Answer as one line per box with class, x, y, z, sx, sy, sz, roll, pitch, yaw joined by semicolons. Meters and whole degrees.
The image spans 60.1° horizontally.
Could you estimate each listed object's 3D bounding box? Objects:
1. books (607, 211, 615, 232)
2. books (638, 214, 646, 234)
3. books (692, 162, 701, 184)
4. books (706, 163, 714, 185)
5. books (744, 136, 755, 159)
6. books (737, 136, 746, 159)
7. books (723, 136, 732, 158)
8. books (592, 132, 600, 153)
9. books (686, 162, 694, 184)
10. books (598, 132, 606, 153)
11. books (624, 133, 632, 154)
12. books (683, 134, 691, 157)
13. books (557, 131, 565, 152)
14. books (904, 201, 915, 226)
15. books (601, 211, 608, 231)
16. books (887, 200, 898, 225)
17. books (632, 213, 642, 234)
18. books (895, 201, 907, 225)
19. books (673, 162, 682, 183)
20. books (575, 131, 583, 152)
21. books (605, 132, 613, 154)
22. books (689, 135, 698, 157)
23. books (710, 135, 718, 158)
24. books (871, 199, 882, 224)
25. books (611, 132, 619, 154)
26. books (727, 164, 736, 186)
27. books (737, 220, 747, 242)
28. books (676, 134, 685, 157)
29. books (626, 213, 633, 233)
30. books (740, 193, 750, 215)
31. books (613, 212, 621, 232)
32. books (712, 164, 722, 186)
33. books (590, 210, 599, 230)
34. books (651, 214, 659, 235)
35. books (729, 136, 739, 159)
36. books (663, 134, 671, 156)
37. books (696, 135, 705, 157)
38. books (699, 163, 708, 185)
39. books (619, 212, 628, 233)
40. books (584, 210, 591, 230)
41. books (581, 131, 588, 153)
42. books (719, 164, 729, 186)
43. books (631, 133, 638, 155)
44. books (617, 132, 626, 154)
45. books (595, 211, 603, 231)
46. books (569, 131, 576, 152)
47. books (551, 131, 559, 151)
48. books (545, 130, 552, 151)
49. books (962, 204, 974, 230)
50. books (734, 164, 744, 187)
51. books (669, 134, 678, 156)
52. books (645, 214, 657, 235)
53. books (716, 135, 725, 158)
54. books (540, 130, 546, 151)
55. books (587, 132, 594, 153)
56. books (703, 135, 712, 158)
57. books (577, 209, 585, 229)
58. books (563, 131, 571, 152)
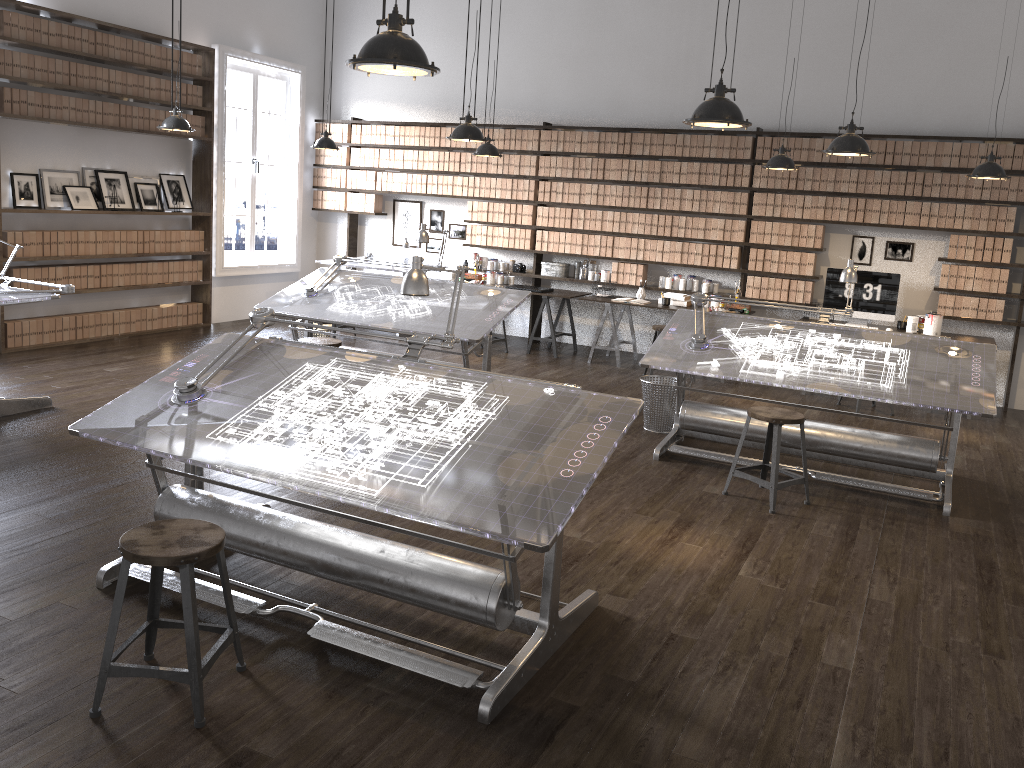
books;1.093;-1.753;9.587;0.067;0.224;0.175;8;11;25
books;1.410;-1.700;9.433;0.067;0.224;0.175;8;11;25
books;1.919;-2.161;9.124;0.067;0.224;0.175;8;11;25
books;2.046;-2.142;9.071;0.067;0.224;0.175;8;11;25
books;2.381;-2.359;8.873;0.067;0.224;0.175;8;11;25
books;2.320;-2.370;8.907;0.067;0.224;0.175;8;11;25
books;2.193;-2.390;8.960;0.067;0.224;0.175;8;11;25
books;0.936;-2.598;9.555;0.067;0.224;0.175;8;11;25
books;1.861;-2.172;9.156;0.067;0.224;0.175;8;11;25
books;0.999;-2.589;9.531;0.067;0.224;0.175;8;11;25
books;1.255;-2.545;9.405;0.067;0.224;0.175;8;11;25
books;1.825;-2.452;9.137;0.067;0.224;0.175;8;11;25
books;0.568;-2.660;9.732;0.067;0.224;0.175;8;11;25
books;3.730;-1.597;8.305;0.067;0.224;0.175;8;11;25
books;1.037;-1.762;9.615;0.067;0.224;0.175;8;11;25
books;3.602;-1.619;8.369;0.067;0.224;0.175;8;11;25
books;1.346;-1.711;9.467;0.067;0.224;0.175;8;11;25
books;3.664;-1.608;8.338;0.067;0.224;0.175;8;11;25
books;1.738;-2.191;9.211;0.067;0.224;0.175;8;11;25
books;0.755;-2.628;9.641;0.067;0.224;0.175;8;11;25
books;1.063;-2.578;9.501;0.067;0.224;0.175;8;11;25
books;1.889;-2.442;9.111;0.067;0.224;0.175;8;11;25
books;2.078;-2.410;9.018;0.067;0.224;0.175;8;11;25
books;3.471;-1.639;8.423;0.067;0.224;0.175;8;11;25
books;1.124;-2.567;9.467;0.067;0.224;0.175;8;11;25
books;2.238;-2.109;8.974;0.067;0.224;0.175;8;11;25
books;2.344;-1.545;8.991;0.067;0.224;0.175;8;11;25
books;1.759;-2.462;9.165;0.067;0.224;0.175;8;11;25
books;1.285;-1.722;9.500;0.067;0.224;0.175;8;11;25
books;2.362;-1.817;8.954;0.067;0.224;0.175;8;11;25
books;1.157;-1.742;9.554;0.067;0.224;0.175;8;11;25
books;2.107;-2.131;9.037;0.067;0.224;0.175;8;11;25
books;0.917;-1.783;9.673;0.067;0.224;0.175;8;11;25
books;1.533;-1.680;9.380;0.067;0.224;0.175;8;11;25
books;2.256;-2.381;8.937;0.067;0.224;0.175;8;11;25
books;1.639;-2.483;9.227;0.067;0.224;0.175;8;11;25
books;1.951;-2.431;9.080;0.067;0.224;0.175;8;11;25
books;1.982;-2.152;9.101;0.067;0.224;0.175;8;11;25
books;1.222;-1.732;9.528;0.067;0.224;0.175;8;11;25
books;0.854;-1.793;9.703;0.067;0.224;0.175;8;11;25
books;0.821;-2.618;9.612;0.067;0.224;0.175;8;11;25
books;2.173;-2.121;9.011;0.067;0.224;0.175;8;11;25
books;1.324;-2.535;9.378;0.067;0.224;0.175;8;11;25
books;1.190;-2.557;9.441;0.067;0.224;0.175;8;11;25
books;0.975;-1.772;9.639;0.067;0.224;0.175;8;11;25
books;0.694;-2.639;9.675;0.067;0.224;0.175;8;11;25
books;0.502;-2.670;9.760;0.067;0.224;0.175;8;11;25
books;0.437;-2.680;9.790;0.067;0.224;0.175;8;11;25
books;4.169;-1.524;8.096;0.067;0.224;0.175;8;11;25
books;2.307;-2.099;8.948;0.067;0.224;0.175;8;11;25
books;1.694;-2.472;9.196;0.067;0.224;0.175;8;11;25
books;1.474;-1.689;9.402;0.067;0.224;0.175;8;11;25
books;2.135;-2.401;8.992;0.067;0.224;0.175;8;11;25
books;0.382;-2.691;9.821;0.067;0.224;0.175;8;11;25
books;0.878;-2.609;9.587;0.067;0.224;0.175;8;11;25
books;2.012;-2.420;9.047;0.067;0.224;0.175;8;11;25
books;0.789;-1.803;9.729;0.067;0.224;0.175;8;11;25
books;0.632;-2.650;9.706;0.067;0.224;0.175;8;11;25
